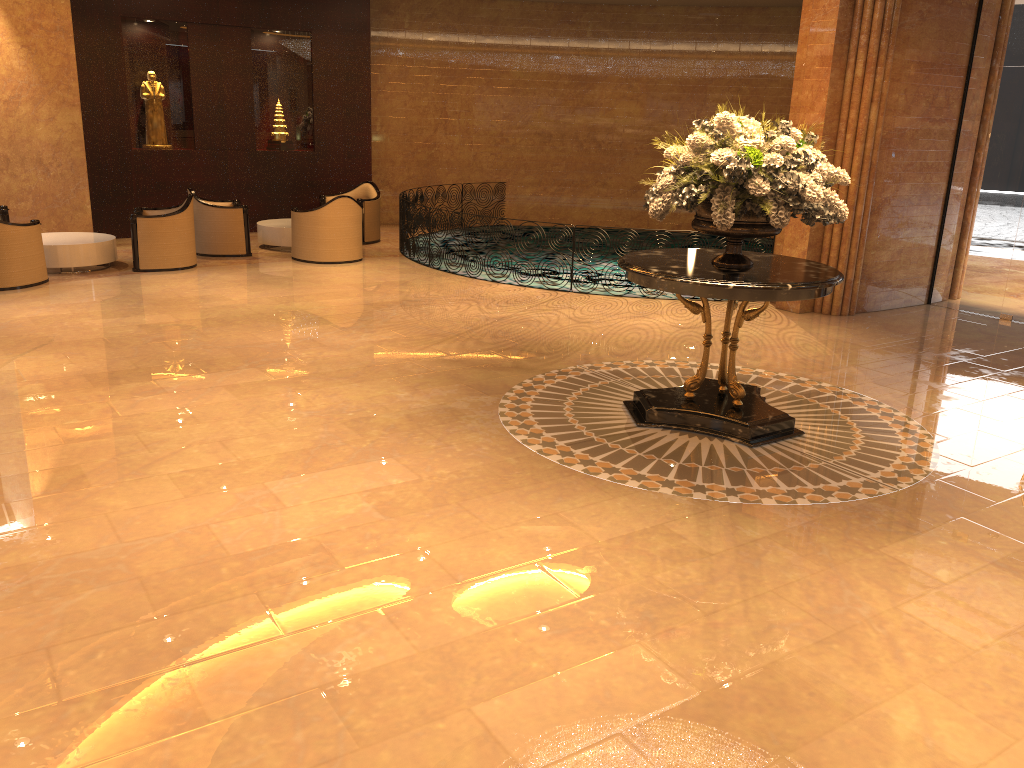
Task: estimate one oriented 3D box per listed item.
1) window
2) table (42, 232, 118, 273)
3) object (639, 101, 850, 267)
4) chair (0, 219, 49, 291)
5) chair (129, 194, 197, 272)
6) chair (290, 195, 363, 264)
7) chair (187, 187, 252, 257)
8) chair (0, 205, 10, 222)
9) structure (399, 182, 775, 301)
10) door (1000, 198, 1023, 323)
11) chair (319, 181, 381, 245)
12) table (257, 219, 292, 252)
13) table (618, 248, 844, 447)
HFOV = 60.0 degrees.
[{"bbox_3d":[6.068,-2.196,8.827,0.047,3.571,3.515,-9,20,-33],"label":"window"},{"bbox_3d":[-5.586,-1.644,11.078,1.196,0.354,1.196,0,17,-8],"label":"table"},{"bbox_3d":[1.517,-1.287,5.849,1.277,0.999,1.318,1,17,-4],"label":"object"},{"bbox_3d":[-5.750,-1.534,9.725,0.951,0.916,0.769,2,17,0],"label":"chair"},{"bbox_3d":[-4.437,-1.962,11.300,0.769,0.916,0.951,-4,18,-19],"label":"chair"},{"bbox_3d":[-2.486,-2.163,12.203,0.951,0.916,0.769,-11,21,-37],"label":"chair"},{"bbox_3d":[-4.131,-2.307,12.482,0.769,0.916,0.951,-5,18,-23],"label":"chair"},{"bbox_3d":[-6.813,-1.943,10.953,0.769,0.916,0.951,7,17,15],"label":"chair"},{"bbox_3d":[0.203,-2.284,13.433,3.815,0.995,7.624,-3,17,-15],"label":"structure"},{"bbox_3d":[6.056,-1.835,8.935,0.195,2.758,1.880,-9,20,-33],"label":"door"},{"bbox_3d":[-2.526,-2.769,14.207,0.951,0.916,0.769,12,19,29],"label":"chair"},{"bbox_3d":[-3.214,-2.245,13.357,1.196,0.354,1.196,0,17,-7],"label":"table"},{"bbox_3d":[1.448,-0.295,6.163,1.493,1.089,1.493,-12,22,-39],"label":"table"}]
